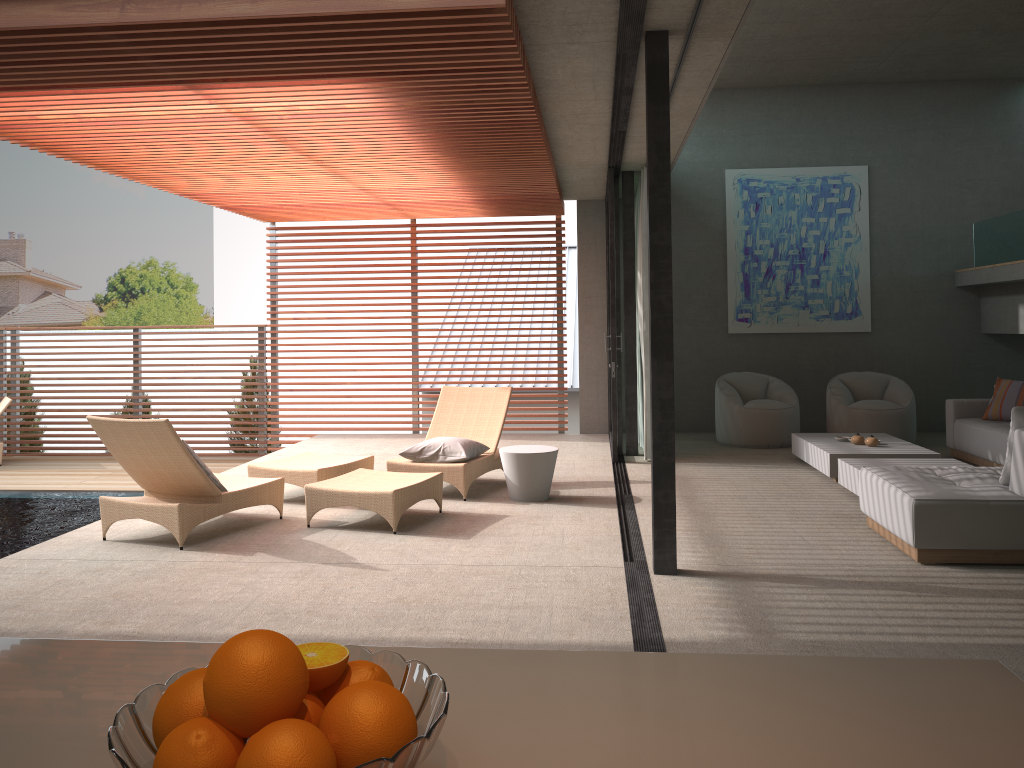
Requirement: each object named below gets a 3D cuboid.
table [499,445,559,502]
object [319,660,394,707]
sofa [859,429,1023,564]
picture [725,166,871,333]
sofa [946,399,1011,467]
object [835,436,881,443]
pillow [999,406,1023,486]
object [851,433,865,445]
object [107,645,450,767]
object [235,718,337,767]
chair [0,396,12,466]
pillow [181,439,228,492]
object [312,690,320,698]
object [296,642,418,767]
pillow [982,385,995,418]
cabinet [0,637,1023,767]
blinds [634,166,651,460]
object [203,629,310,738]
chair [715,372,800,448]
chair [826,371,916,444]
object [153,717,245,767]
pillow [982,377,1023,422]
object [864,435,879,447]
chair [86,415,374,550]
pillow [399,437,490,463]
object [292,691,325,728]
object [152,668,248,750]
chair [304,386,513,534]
[{"bbox_3d":[0.136,0.713,7.030,0.475,0.393,0.475,-1,2,-13],"label":"table"},{"bbox_3d":[-0.162,0.333,0.926,0.081,0.081,0.081,0,2,34],"label":"object"},{"bbox_3d":[3.032,0.586,5.277,1.595,0.734,1.014,0,2,5],"label":"sofa"},{"bbox_3d":[3.543,-1.662,10.964,1.719,2.052,0.030,-1,-1,5],"label":"picture"},{"bbox_3d":[4.681,0.440,7.081,1.048,0.753,3.464,0,3,5],"label":"sofa"},{"bbox_3d":[3.157,0.518,8.078,0.155,0.040,0.437,-3,5,-39],"label":"object"},{"bbox_3d":[3.068,0.361,5.034,0.492,0.484,0.266,-1,0,6],"label":"pillow"},{"bbox_3d":[3.112,0.493,7.953,0.119,0.106,0.119,0,2,10],"label":"object"},{"bbox_3d":[-0.218,0.350,0.857,0.315,0.082,0.316,0,3,5],"label":"object"},{"bbox_3d":[-0.198,0.341,0.774,0.087,0.087,0.086,-2,2,-34],"label":"object"},{"bbox_3d":[-7.437,0.646,10.801,2.296,0.828,0.700,-3,2,-35],"label":"chair"},{"bbox_3d":[-2.265,0.530,5.866,0.608,0.428,0.427,0,2,23],"label":"pillow"},{"bbox_3d":[-0.244,0.328,0.944,0.086,0.087,0.087,-1,1,-4],"label":"object"},{"bbox_3d":[-0.162,0.328,0.872,0.096,0.100,0.173,-2,3,-40],"label":"object"},{"bbox_3d":[4.856,0.195,8.467,0.618,0.421,0.311,1,2,42],"label":"pillow"},{"bbox_3d":[-1.443,0.850,0.945,4.120,0.901,0.801,0,1,5],"label":"cabinet"},{"bbox_3d":[1.484,-0.787,9.942,0.223,2.927,2.426,-1,1,5],"label":"blinds"},{"bbox_3d":[-0.241,0.280,0.831,0.095,0.094,0.094,0,1,25],"label":"object"},{"bbox_3d":[2.766,0.276,9.980,0.922,0.788,0.921,0,2,9],"label":"chair"},{"bbox_3d":[3.962,0.275,9.773,0.922,0.788,0.921,0,2,29],"label":"chair"},{"bbox_3d":[-0.279,0.343,0.792,0.080,0.081,0.081,-1,1,-1],"label":"object"},{"bbox_3d":[4.781,0.165,8.286,0.340,0.442,0.655,-1,2,-41],"label":"pillow"},{"bbox_3d":[3.181,0.501,7.815,0.119,0.106,0.119,1,2,40],"label":"object"},{"bbox_3d":[-1.953,0.551,6.564,0.700,0.827,2.298,0,3,25],"label":"chair"},{"bbox_3d":[-0.555,0.542,7.329,0.595,0.194,0.594,0,3,17],"label":"pillow"},{"bbox_3d":[-0.215,0.342,0.873,0.070,0.071,0.071,1,2,44],"label":"object"},{"bbox_3d":[-0.305,0.331,0.874,0.094,0.094,0.094,-1,1,-6],"label":"object"},{"bbox_3d":[-0.705,0.506,7.027,0.700,0.827,2.298,0,3,20],"label":"chair"}]
